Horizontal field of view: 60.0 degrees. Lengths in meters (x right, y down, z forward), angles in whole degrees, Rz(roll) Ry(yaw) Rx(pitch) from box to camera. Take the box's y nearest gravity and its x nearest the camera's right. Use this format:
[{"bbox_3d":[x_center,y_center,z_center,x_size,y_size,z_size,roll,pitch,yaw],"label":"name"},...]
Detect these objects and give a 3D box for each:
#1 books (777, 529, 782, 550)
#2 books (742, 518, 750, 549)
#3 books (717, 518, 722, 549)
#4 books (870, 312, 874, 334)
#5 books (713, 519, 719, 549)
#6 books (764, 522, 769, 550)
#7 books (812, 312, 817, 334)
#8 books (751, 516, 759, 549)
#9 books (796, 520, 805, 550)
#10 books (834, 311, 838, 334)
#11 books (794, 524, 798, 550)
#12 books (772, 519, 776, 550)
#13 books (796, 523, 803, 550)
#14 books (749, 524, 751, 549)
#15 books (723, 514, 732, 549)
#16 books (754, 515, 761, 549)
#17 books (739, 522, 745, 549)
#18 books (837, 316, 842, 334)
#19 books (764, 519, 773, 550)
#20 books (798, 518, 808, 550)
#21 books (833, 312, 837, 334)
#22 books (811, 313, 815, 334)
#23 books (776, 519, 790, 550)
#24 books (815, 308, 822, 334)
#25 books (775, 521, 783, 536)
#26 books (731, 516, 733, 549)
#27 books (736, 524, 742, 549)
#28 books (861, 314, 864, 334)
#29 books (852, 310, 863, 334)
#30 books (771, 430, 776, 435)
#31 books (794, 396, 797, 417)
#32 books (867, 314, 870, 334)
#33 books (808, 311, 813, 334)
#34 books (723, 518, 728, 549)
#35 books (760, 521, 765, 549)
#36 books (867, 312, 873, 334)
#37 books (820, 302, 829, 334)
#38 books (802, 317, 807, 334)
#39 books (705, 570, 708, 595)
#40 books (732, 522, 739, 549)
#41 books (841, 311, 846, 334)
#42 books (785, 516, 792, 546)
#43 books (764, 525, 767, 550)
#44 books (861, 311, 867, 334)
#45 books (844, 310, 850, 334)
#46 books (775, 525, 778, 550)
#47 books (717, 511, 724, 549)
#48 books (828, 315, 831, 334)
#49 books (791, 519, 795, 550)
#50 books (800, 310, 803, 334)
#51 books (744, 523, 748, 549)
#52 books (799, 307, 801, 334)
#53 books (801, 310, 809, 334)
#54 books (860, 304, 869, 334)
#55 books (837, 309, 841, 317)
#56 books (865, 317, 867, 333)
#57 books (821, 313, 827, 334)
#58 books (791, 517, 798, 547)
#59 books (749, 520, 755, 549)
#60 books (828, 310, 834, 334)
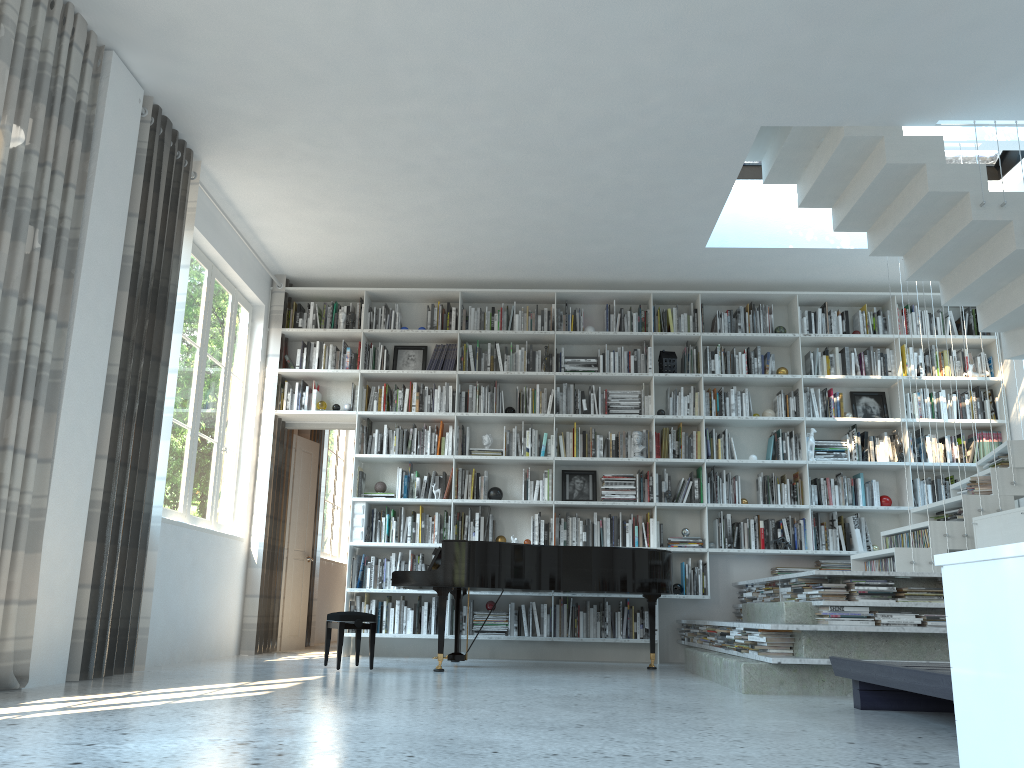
[{"bbox_3d":[2.215,1.307,7.399,0.025,0.180,0.169,1,-14,2],"label":"books"},{"bbox_3d":[1.960,1.263,7.422,0.014,0.267,0.172,1,-14,2],"label":"books"},{"bbox_3d":[1.724,1.258,7.410,0.023,0.261,0.187,1,-14,2],"label":"books"},{"bbox_3d":[3.155,-0.493,7.825,0.017,0.256,0.147,1,-14,2],"label":"books"},{"bbox_3d":[1.707,1.267,7.429,0.012,0.253,0.161,1,-14,2],"label":"books"},{"bbox_3d":[2.119,1.280,7.423,0.021,0.242,0.131,1,-14,2],"label":"books"},{"bbox_3d":[2.658,-0.495,7.845,0.027,0.249,0.140,1,-14,2],"label":"books"},{"bbox_3d":[2.036,1.258,7.429,0.012,0.284,0.160,1,-14,2],"label":"books"},{"bbox_3d":[2.404,1.271,7.398,0.026,0.257,0.157,1,-14,2],"label":"books"},{"bbox_3d":[2.840,-0.498,7.827,0.021,0.253,0.152,1,-14,2],"label":"books"},{"bbox_3d":[2.347,1.288,7.394,0.013,0.219,0.169,1,-14,2],"label":"books"},{"bbox_3d":[2.168,1.268,7.415,0.026,0.262,0.170,1,-14,2],"label":"books"},{"bbox_3d":[2.378,1.284,7.389,0.025,0.227,0.176,1,-14,2],"label":"books"},{"bbox_3d":[1.973,1.287,7.422,0.012,0.220,0.153,1,-14,2],"label":"books"},{"bbox_3d":[1.799,1.243,7.412,0.030,0.293,0.189,1,-14,2],"label":"books"},{"bbox_3d":[2.047,1.248,7.409,0.012,0.292,0.175,1,-14,2],"label":"books"},{"bbox_3d":[1.915,1.280,7.426,0.029,0.234,0.143,1,-14,2],"label":"books"},{"bbox_3d":[2.862,-0.476,7.807,0.024,0.201,0.190,1,-14,2],"label":"books"},{"bbox_3d":[2.142,1.266,7.409,0.026,0.261,0.174,1,-14,2],"label":"books"},{"bbox_3d":[2.429,1.264,7.399,0.025,0.271,0.171,1,-14,2],"label":"books"},{"bbox_3d":[2.818,-0.492,7.817,0.022,0.235,0.172,1,-14,2],"label":"books"},{"bbox_3d":[2.632,-0.490,7.827,0.024,0.230,0.169,1,-14,2],"label":"books"},{"bbox_3d":[2.272,1.266,7.404,0.070,0.265,0.186,1,-14,2],"label":"books"},{"bbox_3d":[2.696,-0.512,7.831,0.048,0.277,0.150,1,-14,2],"label":"books"},{"bbox_3d":[2.233,1.275,7.409,0.012,0.248,0.165,1,-14,2],"label":"books"},{"bbox_3d":[1.819,1.254,7.418,0.010,0.276,0.174,1,-14,2],"label":"books"},{"bbox_3d":[1.894,1.286,7.415,0.011,0.216,0.176,1,-14,2],"label":"books"},{"bbox_3d":[3.057,-0.482,7.805,0.008,0.220,0.183,1,-14,2],"label":"books"},{"bbox_3d":[3.043,-0.500,7.807,0.019,0.255,0.169,1,-14,2],"label":"books"},{"bbox_3d":[2.254,0.549,7.602,0.016,0.289,0.135,1,-14,2],"label":"books"},{"bbox_3d":[2.431,0.225,7.668,0.013,0.220,0.156,1,-14,2],"label":"books"},{"bbox_3d":[3.112,-0.485,7.801,0.007,0.225,0.170,1,-14,2],"label":"books"},{"bbox_3d":[2.607,-0.498,7.821,0.026,0.241,0.185,1,-14,2],"label":"books"},{"bbox_3d":[1.772,1.262,7.409,0.023,0.255,0.178,1,-14,2],"label":"books"},{"bbox_3d":[2.068,1.273,7.405,0.031,0.243,0.185,1,-14,2],"label":"books"},{"bbox_3d":[3.130,-0.494,7.810,0.031,0.248,0.165,1,-14,2],"label":"books"},{"bbox_3d":[2.757,-0.540,7.826,0.014,0.331,0.181,1,-14,2],"label":"books"},{"bbox_3d":[2.556,-0.471,7.809,0.022,0.182,0.190,1,-14,2],"label":"books"},{"bbox_3d":[1.577,1.629,7.259,0.012,0.205,0.161,1,-14,2],"label":"books"},{"bbox_3d":[1.856,1.278,7.417,0.065,0.231,0.162,1,-14,2],"label":"books"},{"bbox_3d":[2.911,-0.495,7.834,0.012,0.253,0.161,1,-14,2],"label":"books"},{"bbox_3d":[2.314,1.255,7.415,0.013,0.293,0.135,1,-14,2],"label":"books"},{"bbox_3d":[2.096,1.280,7.417,0.025,0.237,0.157,1,-14,2],"label":"books"},{"bbox_3d":[3.077,-0.495,7.813,0.016,0.251,0.189,1,-14,2],"label":"books"},{"bbox_3d":[2.931,-0.499,7.821,0.030,0.257,0.165,1,-14,2],"label":"books"},{"bbox_3d":[2.192,1.294,7.410,0.022,0.210,0.136,1,-14,2],"label":"books"},{"bbox_3d":[1.741,1.232,7.417,0.010,0.315,0.187,1,-14,2],"label":"books"},{"bbox_3d":[2.779,-0.480,7.835,0.030,0.220,0.133,1,-14,2],"label":"books"},{"bbox_3d":[2.331,1.270,7.412,0.021,0.264,0.150,1,-14,2],"label":"books"},{"bbox_3d":[2.540,-0.504,7.847,0.014,0.263,0.140,1,-14,2],"label":"books"},{"bbox_3d":[1.941,1.283,7.421,0.024,0.227,0.160,1,-14,2],"label":"books"},{"bbox_3d":[2.519,-0.521,7.843,0.028,0.293,0.150,1,-14,2],"label":"books"},{"bbox_3d":[2.581,-0.501,7.828,0.025,0.250,0.178,1,-14,2],"label":"books"},{"bbox_3d":[3.106,-0.529,7.820,0.007,0.320,0.166,1,-14,2],"label":"books"},{"bbox_3d":[2.881,-0.506,7.841,0.012,0.278,0.153,1,-14,2],"label":"books"},{"bbox_3d":[3.094,-0.495,7.827,0.017,0.258,0.136,1,-14,2],"label":"books"},{"bbox_3d":[2.734,-0.489,7.825,0.030,0.230,0.148,1,-14,2],"label":"books"},{"bbox_3d":[2.361,1.265,7.426,0.012,0.281,0.144,1,-14,2],"label":"books"},{"bbox_3d":[1.992,1.268,7.409,0.025,0.252,0.182,1,-14,2],"label":"books"},{"bbox_3d":[2.800,-0.505,7.820,0.014,0.261,0.168,1,-14,2],"label":"books"}]
